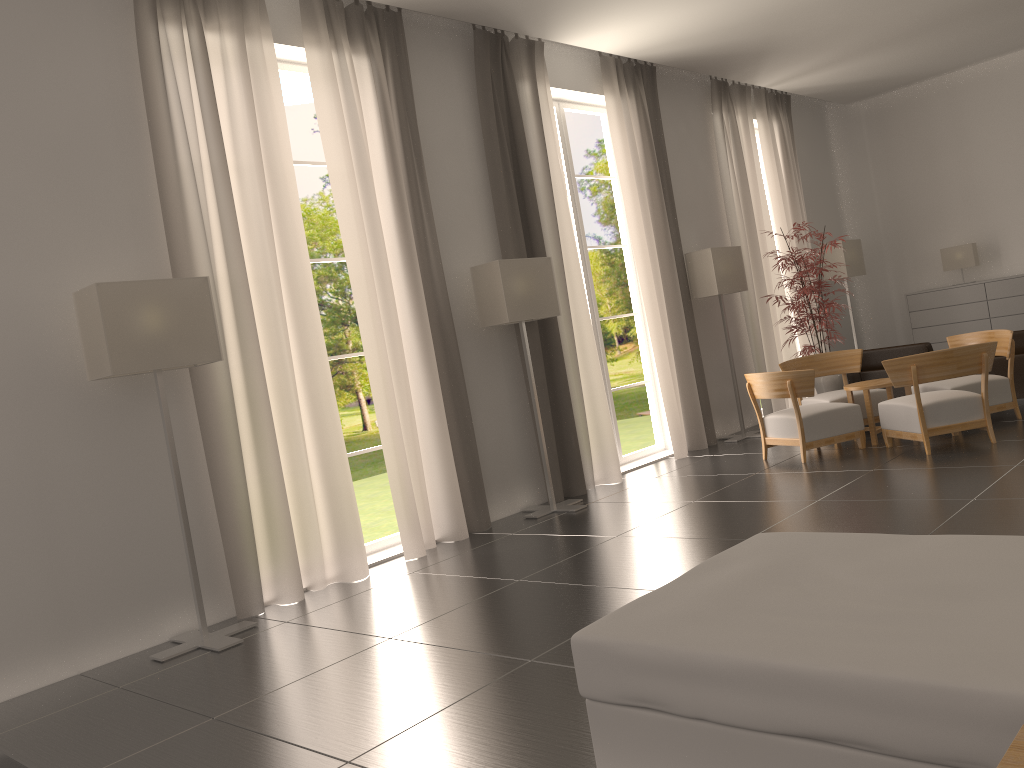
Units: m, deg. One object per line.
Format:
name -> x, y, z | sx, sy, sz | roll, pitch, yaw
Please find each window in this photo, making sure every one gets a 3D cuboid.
window -> 4.729, -2.295, 17.611 | 0.110, 5.748, 2.648 | -9, 1, 43
window -> -2.412, -0.805, 9.930 | 0.110, 5.748, 2.648 | -9, 1, 43
window -> 1.158, -1.550, 13.771 | 0.110, 5.748, 2.648 | -9, 1, 43
window -> 15.245, -6.560, 13.113 | 98.980, 20.575, 48.712 | -8, 3, 43

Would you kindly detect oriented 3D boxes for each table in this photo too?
table -> 1.469, 1.353, 1.243 | 1.598, 0.840, 1.603 | -8, 2, 43
table -> 5.101, 0.368, 12.241 | 0.871, 0.803, 0.869 | -10, 2, -24

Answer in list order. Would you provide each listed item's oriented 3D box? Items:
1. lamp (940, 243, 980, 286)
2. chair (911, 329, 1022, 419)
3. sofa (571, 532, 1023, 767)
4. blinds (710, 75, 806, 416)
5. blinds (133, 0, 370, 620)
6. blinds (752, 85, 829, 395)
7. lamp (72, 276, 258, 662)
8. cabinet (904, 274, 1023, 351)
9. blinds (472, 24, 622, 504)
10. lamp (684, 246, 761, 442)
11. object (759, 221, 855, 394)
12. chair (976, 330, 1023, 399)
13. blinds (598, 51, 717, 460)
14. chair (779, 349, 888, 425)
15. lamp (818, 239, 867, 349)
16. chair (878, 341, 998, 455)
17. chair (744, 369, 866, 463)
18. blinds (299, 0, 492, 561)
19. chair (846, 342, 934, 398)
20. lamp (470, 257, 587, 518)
lamp -> 9.281, -2.459, 18.329 | 0.618, 0.796, 0.310 | -8, 2, 43
chair -> 6.333, -0.063, 12.404 | 1.151, 1.226, 1.452 | -10, 2, -6
sofa -> 1.591, 1.135, 1.380 | 5.517, 1.204, 5.614 | -8, 3, 43
blinds -> 4.534, -2.540, 16.565 | 1.552, 6.430, 0.414 | -11, 1, -42
blinds -> -2.629, -1.045, 8.860 | 1.552, 6.430, 0.414 | -11, 1, -42
blinds -> 5.679, -2.779, 17.794 | 0.417, 6.430, 1.552 | -9, 1, 40
lamp -> -2.955, 0.699, 7.753 | 0.906, 3.178, 1.002 | -9, 1, 43
cabinet -> 9.792, -1.174, 17.825 | 3.076, 1.876, 1.042 | -8, 2, 43
blinds -> 0.437, -1.685, 12.158 | 1.552, 6.430, 0.414 | -11, 1, -42
lamp -> 3.622, -0.674, 14.826 | 0.906, 3.178, 1.002 | -9, 1, 43
object -> 5.009, -1.017, 14.844 | 1.487, 3.397, 1.773 | -9, 1, 29
chair -> 7.995, -0.335, 13.987 | 1.535, 1.075, 1.502 | -8, 2, 43
blinds -> 2.351, -2.084, 14.214 | 0.417, 6.430, 1.552 | -9, 1, 40
chair -> 4.921, 0.145, 13.389 | 1.453, 1.226, 1.150 | -10, 1, -12
lamp -> 7.133, -1.407, 18.603 | 0.906, 3.178, 1.002 | -9, 1, 43
chair -> 5.283, 0.163, 11.074 | 1.452, 1.226, 1.151 | -10, 1, -2
chair -> 3.946, 0.358, 12.057 | 1.152, 1.226, 1.451 | -10, 2, -21
blinds -> -1.324, -1.317, 10.262 | 0.417, 6.430, 1.552 | -9, 1, 40
chair -> 6.713, -0.158, 15.215 | 1.535, 1.075, 1.502 | -8, 2, 43
lamp -> 0.261, 0.028, 11.211 | 0.906, 3.178, 1.002 | -9, 1, 43
